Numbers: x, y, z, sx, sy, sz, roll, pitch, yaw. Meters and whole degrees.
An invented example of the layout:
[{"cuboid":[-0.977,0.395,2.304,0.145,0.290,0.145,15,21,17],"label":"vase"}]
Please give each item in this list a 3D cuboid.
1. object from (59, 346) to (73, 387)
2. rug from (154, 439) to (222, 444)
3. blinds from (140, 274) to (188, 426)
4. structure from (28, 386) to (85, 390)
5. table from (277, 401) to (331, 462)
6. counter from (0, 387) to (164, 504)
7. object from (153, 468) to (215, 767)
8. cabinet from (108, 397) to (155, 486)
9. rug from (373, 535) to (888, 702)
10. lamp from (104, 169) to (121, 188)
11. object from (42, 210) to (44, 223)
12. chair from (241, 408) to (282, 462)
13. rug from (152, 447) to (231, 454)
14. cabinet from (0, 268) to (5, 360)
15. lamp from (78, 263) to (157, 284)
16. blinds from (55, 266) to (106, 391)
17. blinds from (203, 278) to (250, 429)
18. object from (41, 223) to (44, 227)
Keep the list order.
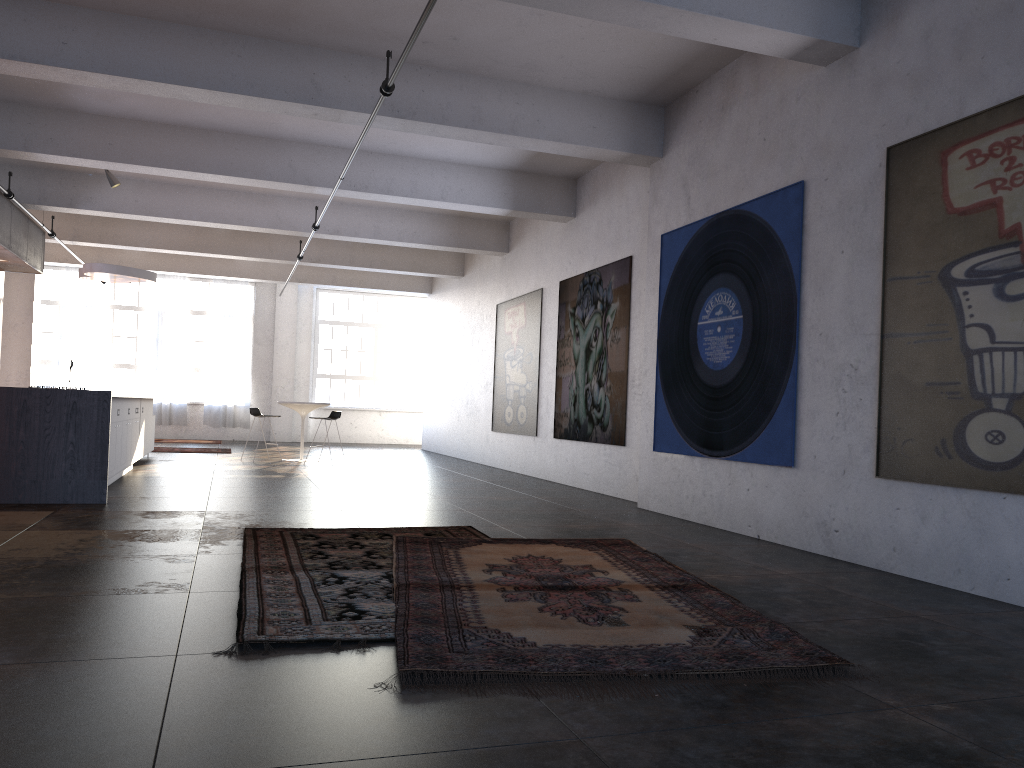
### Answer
[{"cuboid":[-9.007,0.185,17.728,1.196,1.919,1.042,3,-1,-19],"label":"object"},{"cuboid":[-7.939,1.219,19.141,3.173,0.009,1.790,3,-2,-20],"label":"rug"},{"cuboid":[-7.895,-0.896,20.221,1.052,3.696,0.334,3,-1,-23],"label":"blinds"},{"cuboid":[-4.886,0.064,9.539,0.519,0.071,0.631,3,-2,-18],"label":"structure"},{"cuboid":[-3.391,0.771,14.345,0.839,0.951,0.818,3,-1,-19],"label":"table"},{"cuboid":[-4.985,0.580,10.483,1.157,0.971,6.569,3,-2,-18],"label":"counter"},{"cuboid":[-5.004,1.105,7.306,20.011,0.001,26.847,3,-2,-18],"label":"object"},{"cuboid":[-5.160,0.622,11.061,0.934,0.930,5.575,3,-2,-18],"label":"cabinet"},{"cuboid":[0.241,1.044,4.579,1.889,0.048,3.499,2,-2,-9],"label":"rug"},{"cuboid":[-5.235,-2.710,11.592,0.226,0.287,0.129,3,-1,-35],"label":"lamp"},{"cuboid":[-6.899,-0.204,9.790,0.057,0.060,0.053,2,-1,4],"label":"object"},{"cuboid":[-3.893,0.824,13.827,0.516,0.895,0.454,3,-1,-42],"label":"chair"},{"cuboid":[-6.529,1.155,15.771,2.924,0.029,1.830,3,-2,-19],"label":"rug"},{"cuboid":[-7.412,-0.534,8.780,2.411,2.561,8.000,3,-2,-18],"label":"cabinet"},{"cuboid":[-5.911,-1.618,13.012,1.060,0.130,1.026,1,-2,28],"label":"lamp"},{"cuboid":[-9.517,-0.965,19.647,1.046,3.674,0.356,2,-1,-20],"label":"blinds"},{"cuboid":[-6.591,-0.837,20.696,1.044,3.750,0.337,3,-1,-22],"label":"blinds"},{"cuboid":[-6.565,0.156,3.270,0.955,1.214,13.111,2,-2,-7],"label":"object"}]
